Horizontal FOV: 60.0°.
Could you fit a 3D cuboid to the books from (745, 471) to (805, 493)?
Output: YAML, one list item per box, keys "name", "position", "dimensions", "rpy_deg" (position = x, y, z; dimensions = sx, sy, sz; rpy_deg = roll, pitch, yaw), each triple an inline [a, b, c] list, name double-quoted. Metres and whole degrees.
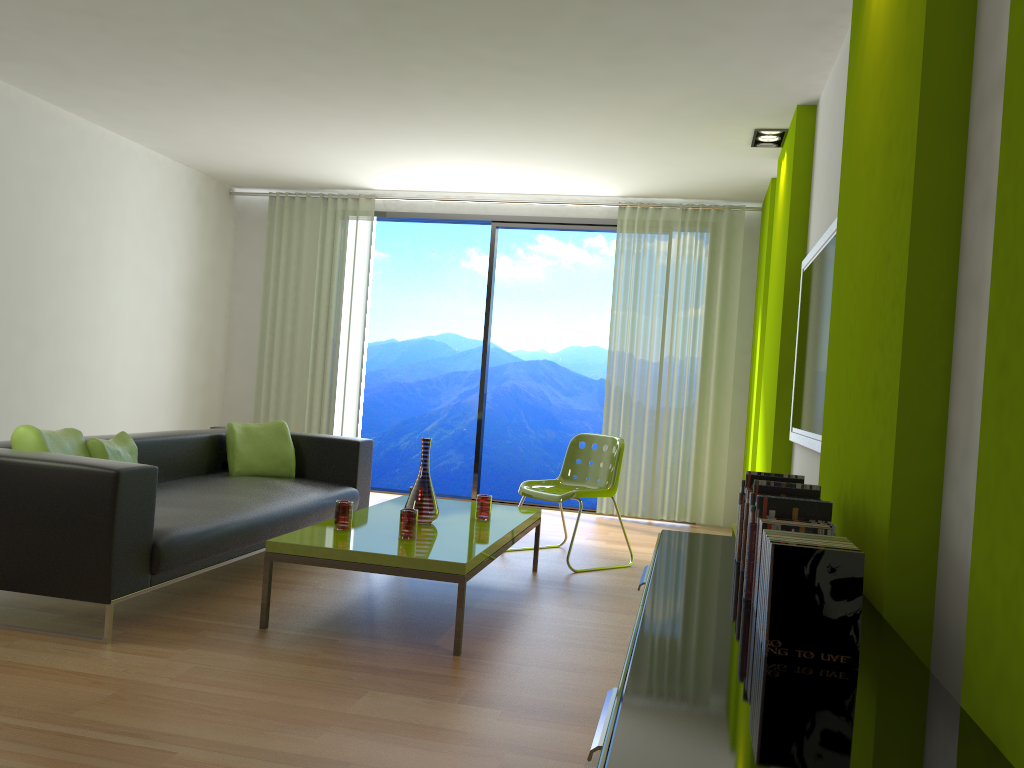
- name: "books"
  position: [0.754, 0.382, 2.571]
  dimensions: [0.163, 0.246, 0.017]
  rpy_deg: [4, 0, 12]

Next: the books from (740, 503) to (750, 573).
- name: "books"
  position: [0.685, 0.407, 2.279]
  dimensions: [0.180, 0.185, 0.025]
  rpy_deg: [4, 0, 12]

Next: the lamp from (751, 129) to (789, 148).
- name: "lamp"
  position: [1.564, -1.550, 5.381]
  dimensions: [0.192, 0.131, 0.352]
  rpy_deg: [4, 0, 12]

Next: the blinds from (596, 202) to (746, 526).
- name: "blinds"
  position: [1.284, -0.183, 7.204]
  dimensions: [1.012, 2.568, 0.067]
  rpy_deg: [4, 0, 12]

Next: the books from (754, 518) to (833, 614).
- name: "books"
  position: [0.589, 0.392, 1.866]
  dimensions: [0.140, 0.197, 0.069]
  rpy_deg: [4, 0, 12]

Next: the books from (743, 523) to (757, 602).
- name: "books"
  position: [0.606, 0.404, 1.956]
  dimensions: [0.178, 0.177, 0.030]
  rpy_deg: [4, 0, 12]

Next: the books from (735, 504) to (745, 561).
- name: "books"
  position: [0.711, 0.420, 2.432]
  dimensions: [0.185, 0.162, 0.025]
  rpy_deg: [4, 0, 12]

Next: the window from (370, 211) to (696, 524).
- name: "window"
  position: [-0.017, -0.193, 7.699]
  dimensions: [3.336, 2.498, 0.219]
  rpy_deg: [4, 0, 12]

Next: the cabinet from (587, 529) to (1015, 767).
- name: "cabinet"
  position: [0.358, 0.763, 1.229]
  dimensions: [0.547, 0.593, 3.384]
  rpy_deg: [4, 0, 12]

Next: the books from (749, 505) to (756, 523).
- name: "books"
  position: [0.625, 0.390, 2.023]
  dimensions: [0.170, 0.209, 0.036]
  rpy_deg: [4, 0, 12]

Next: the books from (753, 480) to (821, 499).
- name: "books"
  position: [0.691, 0.375, 2.256]
  dimensions: [0.163, 0.248, 0.017]
  rpy_deg: [4, 0, 12]

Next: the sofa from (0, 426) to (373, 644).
- name: "sofa"
  position: [-1.622, 0.598, 4.475]
  dimensions: [1.061, 0.639, 2.583]
  rpy_deg: [4, 0, 12]

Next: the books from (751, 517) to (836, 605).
- name: "books"
  position: [0.608, 0.395, 1.921]
  dimensions: [0.161, 0.196, 0.038]
  rpy_deg: [4, 0, 12]

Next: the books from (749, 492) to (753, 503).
- name: "books"
  position: [0.714, 0.400, 2.376]
  dimensions: [0.163, 0.204, 0.025]
  rpy_deg: [4, 0, 12]

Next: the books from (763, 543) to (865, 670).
- name: "books"
  position: [0.522, 0.385, 1.537]
  dimensions: [0.154, 0.202, 0.048]
  rpy_deg: [4, 0, 12]

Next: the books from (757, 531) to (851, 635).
- name: "books"
  position: [0.551, 0.388, 1.676]
  dimensions: [0.154, 0.200, 0.031]
  rpy_deg: [4, 0, 12]

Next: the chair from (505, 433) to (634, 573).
- name: "chair"
  position: [0.354, 0.681, 5.361]
  dimensions: [0.546, 0.759, 0.640]
  rpy_deg: [4, 0, -40]

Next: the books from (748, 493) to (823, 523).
- name: "books"
  position: [0.678, 0.390, 2.220]
  dimensions: [0.172, 0.217, 0.031]
  rpy_deg: [4, 0, 12]

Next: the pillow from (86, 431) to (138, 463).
- name: "pillow"
  position: [-1.847, 0.388, 4.120]
  dimensions: [0.164, 0.317, 0.380]
  rpy_deg: [4, 0, -5]

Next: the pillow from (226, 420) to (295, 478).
- name: "pillow"
  position: [-1.523, 0.397, 5.347]
  dimensions: [0.399, 0.362, 0.269]
  rpy_deg: [4, 0, -30]

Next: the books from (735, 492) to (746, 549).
- name: "books"
  position: [0.739, 0.412, 2.552]
  dimensions: [0.180, 0.183, 0.025]
  rpy_deg: [4, 0, 12]

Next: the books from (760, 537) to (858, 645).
- name: "books"
  position: [0.536, 0.387, 1.607]
  dimensions: [0.154, 0.200, 0.031]
  rpy_deg: [4, 0, 12]

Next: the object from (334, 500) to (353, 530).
- name: "object"
  position: [-0.731, 0.571, 3.846]
  dimensions: [0.075, 0.122, 0.076]
  rpy_deg: [4, 0, -44]

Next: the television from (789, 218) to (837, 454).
- name: "television"
  position: [1.339, -0.185, 3.874]
  dimensions: [0.028, 0.941, 1.537]
  rpy_deg: [4, 0, 12]

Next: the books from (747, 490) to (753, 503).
- name: "books"
  position: [0.728, 0.402, 2.454]
  dimensions: [0.163, 0.201, 0.025]
  rpy_deg: [4, 0, 12]

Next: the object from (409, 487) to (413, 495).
- name: "object"
  position: [-0.490, 0.591, 4.539]
  dimensions: [0.075, 0.122, 0.076]
  rpy_deg: [4, 0, -44]

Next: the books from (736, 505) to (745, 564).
- name: "books"
  position: [0.707, 0.419, 2.403]
  dimensions: [0.185, 0.164, 0.025]
  rpy_deg: [4, 0, 12]

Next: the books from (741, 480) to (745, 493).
- name: "books"
  position: [0.756, 0.397, 2.608]
  dimensions: [0.172, 0.215, 0.030]
  rpy_deg: [4, 0, 12]

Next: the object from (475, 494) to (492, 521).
- name: "object"
  position: [-0.140, 0.616, 4.411]
  dimensions: [0.075, 0.122, 0.076]
  rpy_deg: [4, 0, -44]

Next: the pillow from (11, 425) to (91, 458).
- name: "pillow"
  position: [-1.913, 0.367, 3.732]
  dimensions: [0.210, 0.403, 0.457]
  rpy_deg: [4, 0, -3]

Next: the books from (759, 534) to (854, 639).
- name: "books"
  position: [0.543, 0.387, 1.642]
  dimensions: [0.154, 0.200, 0.031]
  rpy_deg: [4, 0, 12]

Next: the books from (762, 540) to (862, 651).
- name: "books"
  position: [0.528, 0.385, 1.568]
  dimensions: [0.154, 0.202, 0.048]
  rpy_deg: [4, 0, 12]

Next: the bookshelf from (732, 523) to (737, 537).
- name: "bookshelf"
  position: [1.144, 0.922, 3.878]
  dimensions: [0.306, 0.378, 1.630]
  rpy_deg: [4, 0, 12]

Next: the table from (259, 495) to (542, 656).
- name: "table"
  position: [-0.410, 0.828, 4.205]
  dimensions: [0.810, 0.349, 1.682]
  rpy_deg: [4, 0, 12]

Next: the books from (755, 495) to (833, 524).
- name: "books"
  position: [0.621, 0.375, 1.979]
  dimensions: [0.161, 0.239, 0.020]
  rpy_deg: [4, 0, 12]

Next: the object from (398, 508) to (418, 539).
- name: "object"
  position: [-0.438, 0.592, 3.747]
  dimensions: [0.076, 0.122, 0.075]
  rpy_deg: [4, 0, -23]

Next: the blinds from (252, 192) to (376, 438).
- name: "blinds"
  position: [-1.764, -0.403, 7.833]
  dimensions: [1.012, 2.568, 0.067]
  rpy_deg: [4, 0, 12]

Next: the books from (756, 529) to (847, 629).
- name: "books"
  position: [0.557, 0.388, 1.707]
  dimensions: [0.154, 0.200, 0.031]
  rpy_deg: [4, 0, 12]

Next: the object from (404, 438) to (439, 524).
- name: "object"
  position: [-0.414, 0.454, 4.168]
  dimensions: [0.168, 0.400, 0.168]
  rpy_deg: [4, 0, -3]

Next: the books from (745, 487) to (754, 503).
- name: "books"
  position: [0.742, 0.403, 2.523]
  dimensions: [0.163, 0.201, 0.032]
  rpy_deg: [4, 0, 12]
